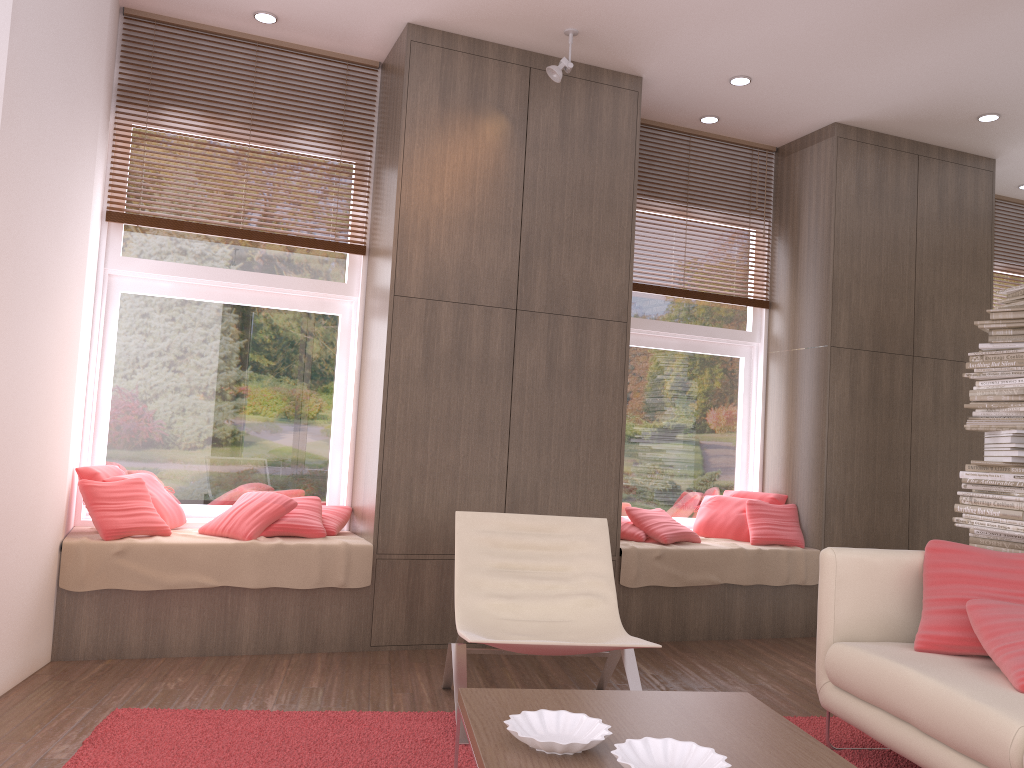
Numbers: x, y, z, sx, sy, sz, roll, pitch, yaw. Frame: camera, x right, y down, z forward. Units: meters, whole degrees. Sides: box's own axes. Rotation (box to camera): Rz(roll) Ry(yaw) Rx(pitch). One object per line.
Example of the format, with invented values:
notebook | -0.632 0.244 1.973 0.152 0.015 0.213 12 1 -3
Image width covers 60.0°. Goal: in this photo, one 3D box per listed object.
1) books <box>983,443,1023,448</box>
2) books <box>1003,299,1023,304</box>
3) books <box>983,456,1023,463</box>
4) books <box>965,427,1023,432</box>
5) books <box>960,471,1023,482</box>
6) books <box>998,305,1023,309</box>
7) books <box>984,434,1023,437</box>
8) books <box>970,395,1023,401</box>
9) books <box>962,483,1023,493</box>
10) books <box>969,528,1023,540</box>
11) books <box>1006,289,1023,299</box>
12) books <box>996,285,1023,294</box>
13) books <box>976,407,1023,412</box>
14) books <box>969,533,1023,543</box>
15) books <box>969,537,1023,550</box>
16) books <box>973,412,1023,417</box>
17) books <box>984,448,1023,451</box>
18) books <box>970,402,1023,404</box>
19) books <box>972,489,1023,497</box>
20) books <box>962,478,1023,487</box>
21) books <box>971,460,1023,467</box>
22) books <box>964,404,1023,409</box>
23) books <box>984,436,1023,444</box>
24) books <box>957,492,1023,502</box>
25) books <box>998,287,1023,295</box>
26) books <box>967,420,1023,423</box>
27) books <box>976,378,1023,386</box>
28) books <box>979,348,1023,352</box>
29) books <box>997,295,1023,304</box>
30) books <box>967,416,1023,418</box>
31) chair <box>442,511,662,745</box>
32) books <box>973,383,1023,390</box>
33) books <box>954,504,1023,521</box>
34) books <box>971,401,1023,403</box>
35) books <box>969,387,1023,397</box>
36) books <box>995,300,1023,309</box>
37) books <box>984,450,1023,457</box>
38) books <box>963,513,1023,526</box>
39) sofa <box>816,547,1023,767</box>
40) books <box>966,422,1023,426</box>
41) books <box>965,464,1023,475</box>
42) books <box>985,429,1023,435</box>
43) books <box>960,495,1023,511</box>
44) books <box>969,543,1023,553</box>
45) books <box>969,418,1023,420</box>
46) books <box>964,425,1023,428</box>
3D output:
books | 2.732 0.333 4.661 0.323 0.020 0.484 2 -4 11
books | 2.793 -0.438 4.715 0.183 0.010 0.258 5 -4 -23
books | 2.732 0.406 4.681 0.322 0.030 0.435 2 -4 11
books | 2.705 0.249 4.702 0.267 0.015 0.469 6 -5 -33
books | 2.704 0.500 4.699 0.364 0.038 0.469 5 -4 -23
books | 2.779 -0.397 4.721 0.201 0.023 0.272 5 -4 -28
books | 2.750 0.281 4.683 0.345 0.010 0.443 2 -4 11
books | 2.719 0.085 4.750 0.297 0.028 0.379 6 -5 -33
books | 2.715 0.561 4.696 0.368 0.028 0.469 5 -4 -23
books | 2.667 0.788 4.623 0.310 0.024 0.396 5 -4 -28
books | 2.790 -0.476 4.719 0.193 0.029 0.260 3 -4 6
books | 2.785 -0.507 4.738 0.204 0.014 0.313 4 -4 -9
books | 2.732 0.146 4.717 0.287 0.020 0.388 4 -4 -13
books | 2.668 0.810 4.628 0.300 0.018 0.405 5 -4 -28
books | 2.664 0.836 4.620 0.310 0.033 0.396 5 -4 -28
books | 2.732 0.172 4.745 0.297 0.028 0.379 6 -5 -33
books | 2.723 0.353 4.698 0.294 0.013 0.413 2 -4 11
books | 2.705 0.113 4.753 0.262 0.009 0.368 6 -5 -33
books | 2.736 0.582 4.644 0.320 0.020 0.542 4 -4 -9
books | 2.687 0.529 4.680 0.346 0.025 0.442 5 -4 -23
books | 2.731 0.433 4.707 0.450 0.022 0.364 0 -5 41
books | 2.717 0.126 4.729 0.283 0.020 0.467 6 -5 -33
books | 2.733 0.306 4.698 0.308 0.036 0.417 2 -4 11
books | 2.702 0.604 4.692 0.399 0.020 0.510 4 -4 -9
books | 2.781 -0.496 4.719 0.216 0.008 0.277 4 -4 -9
books | 2.716 0.208 4.712 0.291 0.012 0.446 6 -5 -33
books | 2.736 -0.001 4.723 0.297 0.028 0.379 4 -4 -13
books | 2.765 -0.172 4.736 0.245 0.015 0.416 5 -4 -28
books | 2.783 -0.452 4.729 0.202 0.015 0.303 4 -4 -9
books | 2.716 0.188 4.750 0.308 0.007 0.395 6 -5 -33
chair | 0.131 0.943 3.548 0.739 0.767 0.860 4 -4 -9
books | 2.734 0.024 4.746 0.287 0.020 0.388 4 -4 -13
books | 2.695 0.685 4.691 0.410 0.046 0.522 4 -4 -9
books | 2.715 0.103 4.744 0.233 0.009 0.395 6 -5 -33
books | 2.722 0.054 4.765 0.297 0.039 0.379 4 -4 -13
books | 2.782 -0.420 4.740 0.198 0.023 0.327 4 -4 -9
books | 2.723 0.372 4.640 0.317 0.030 0.524 2 -4 11
books | 2.721 0.718 4.613 0.423 0.025 0.566 4 -4 -9
sofa | 1.733 0.949 2.322 0.919 0.751 2.204 4 -4 -9
books | 2.713 0.222 4.727 0.288 0.013 0.432 6 -5 -33
books | 2.733 0.460 4.670 0.341 0.038 0.518 5 -4 -23
books | 2.736 0.263 4.658 0.326 0.018 0.500 2 -4 11
books | 2.727 0.638 4.674 0.421 0.046 0.542 4 -4 -9
books | 2.663 0.866 4.618 0.310 0.024 0.396 5 -4 -28
books | 2.719 0.196 4.725 0.308 0.011 0.412 6 -5 -33
books | 2.707 0.236 4.733 0.279 0.015 0.444 6 -5 -33
